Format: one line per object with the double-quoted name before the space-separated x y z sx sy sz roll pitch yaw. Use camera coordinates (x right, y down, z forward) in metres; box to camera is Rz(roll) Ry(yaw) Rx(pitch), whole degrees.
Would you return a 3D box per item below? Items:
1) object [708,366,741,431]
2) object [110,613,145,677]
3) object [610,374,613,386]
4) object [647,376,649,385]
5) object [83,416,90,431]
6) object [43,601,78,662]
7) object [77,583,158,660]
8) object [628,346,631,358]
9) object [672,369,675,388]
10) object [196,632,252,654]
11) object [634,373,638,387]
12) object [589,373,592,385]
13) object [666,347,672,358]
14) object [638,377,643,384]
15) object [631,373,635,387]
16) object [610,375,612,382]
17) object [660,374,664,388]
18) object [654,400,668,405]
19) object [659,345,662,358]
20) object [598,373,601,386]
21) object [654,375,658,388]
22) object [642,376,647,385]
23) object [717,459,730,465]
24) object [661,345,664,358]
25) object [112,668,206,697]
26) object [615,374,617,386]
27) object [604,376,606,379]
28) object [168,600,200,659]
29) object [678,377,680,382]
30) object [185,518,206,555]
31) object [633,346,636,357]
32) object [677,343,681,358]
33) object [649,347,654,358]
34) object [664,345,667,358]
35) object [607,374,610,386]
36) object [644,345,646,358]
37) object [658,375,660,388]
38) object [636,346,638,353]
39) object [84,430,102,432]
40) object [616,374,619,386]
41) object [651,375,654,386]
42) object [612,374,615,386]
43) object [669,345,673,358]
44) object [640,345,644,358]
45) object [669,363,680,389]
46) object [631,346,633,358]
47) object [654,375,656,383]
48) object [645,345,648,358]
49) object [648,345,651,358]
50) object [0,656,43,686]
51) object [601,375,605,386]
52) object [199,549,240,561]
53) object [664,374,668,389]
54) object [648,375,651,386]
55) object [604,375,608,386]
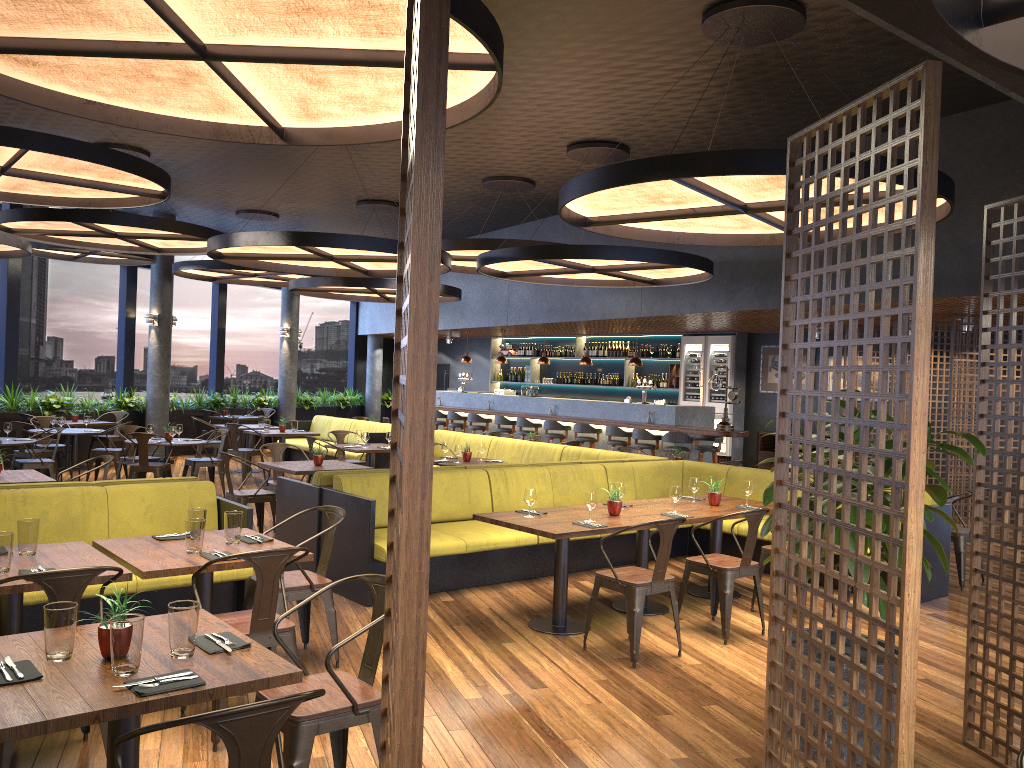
"object" 3.115 0.205 12.995 0.566 0.944 0.263 3 1 43
"object" -1.225 0.831 2.819 0.102 0.178 0.102 2 0 -3
"object" 2.034 -0.082 18.011 0.063 0.254 0.063 2 0 -11
"object" 2.672 -0.037 17.272 0.088 0.224 0.088 2 1 -44
"object" -6.145 0.566 12.807 0.097 0.206 0.097 2 0 -34
"object" -1.494 0.820 2.930 0.102 0.178 0.102 2 0 -3
"object" -1.323 0.780 2.987 0.238 0.271 0.260 2 0 -18
"object" 2.334 -0.632 17.544 0.056 0.227 0.056 2 0 13
"object" 3.068 -0.099 16.696 0.091 0.369 0.092 2 0 20
"object" -1.028 0.916 3.147 0.157 0.019 0.255 2 1 -40
"object" 2.460 -0.075 17.488 0.079 0.281 0.079 2 0 30
"object" 1.627 -0.100 18.402 0.063 0.254 0.063 2 0 -2
"object" 2.972 -0.594 16.788 0.097 0.206 0.097 2 0 20
"object" 2.507 -0.035 17.342 0.097 0.206 0.097 2 0 20
"object" 2.401 -0.078 17.560 0.079 0.281 0.079 2 0 -35
"object" 2.019 -0.068 18.151 0.088 0.224 0.088 2 1 -44
"object" 2.880 -0.057 16.970 0.079 0.281 0.079 2 0 25
"object" 2.856 0.551 16.993 0.204 0.492 0.310 2 0 -39
"object" 2.851 -0.623 16.969 0.063 0.254 0.063 2 0 3
"object" 1.810 -0.092 18.363 0.063 0.254 0.063 2 0 9
"object" 2.771 -0.047 17.038 0.063 0.254 0.063 2 0 14
"object" 2.577 -0.040 17.215 0.088 0.224 0.088 2 0 21
"object" 3.755 1.455 15.808 0.277 0.206 0.416 2 0 -36
"object" 2.864 -0.622 16.857 0.063 0.254 0.063 2 0 -11
"object" -1.089 0.917 2.728 0.255 0.019 0.157 2 1 -40
"object" 2.110 -0.079 18.050 0.063 0.254 0.063 2 0 -12
"object" 1.901 -0.065 18.292 0.097 0.206 0.097 2 0 -8
"object" -1.116 0.834 3.007 0.102 0.178 0.102 2 0 37
"object" 3.157 -0.018 16.584 0.097 0.206 0.097 2 0 1
"object" -1.667 0.802 4.659 0.102 0.178 0.102 2 0 37
"object" 2.412 -0.629 17.449 0.056 0.227 0.056 2 0 38
"object" 3.141 -0.623 16.669 0.079 0.281 0.079 2 0 -30
"object" 2.696 -0.606 17.103 0.097 0.206 0.097 2 0 20
"object" 2.933 -0.619 16.932 0.063 0.254 0.063 2 0 14
"object" 1.960 -0.084 17.949 0.063 0.254 0.063 3 1 44
"object" 2.613 -0.634 17.344 0.063 0.254 0.063 2 0 13
"object" 2.830 -0.045 17.097 0.063 0.254 0.063 2 0 -31
"object" 2.459 -0.627 17.488 0.056 0.227 0.056 2 0 -37
"object" -6.018 0.666 12.693 0.255 0.019 0.157 2 0 -8
"object" 2.138 -0.077 17.937 0.063 0.254 0.063 2 0 23
"object" 2.712 -0.050 17.153 0.063 0.254 0.063 2 0 -11
"object" 2.049 -0.080 17.877 0.063 0.254 0.063 2 0 -32
"object" 3.034 -0.615 16.909 0.063 0.254 0.063 2 0 -31
"object" 2.532 -0.637 17.285 0.063 0.254 0.063 2 1 -42
"object" 3.113 -0.143 16.639 0.161 0.475 0.300 2 1 -40
"object" 2.373 -0.631 17.497 0.056 0.227 0.056 2 0 28
"object" 2.771 -0.048 17.212 0.063 0.254 0.063 2 0 14
"object" 2.615 -0.633 17.195 0.063 0.254 0.063 2 0 23
"object" 2.687 -0.631 17.255 0.063 0.254 0.063 2 0 38
"object" -1.587 0.897 2.791 0.157 0.019 0.255 2 1 -40
"object" 1.863 -0.074 18.163 0.088 0.224 0.088 2 0 21
"object" -1.525 0.887 4.619 0.157 0.019 0.255 2 1 -40
"object" 2.940 -0.054 16.896 0.079 0.281 0.079 3 1 45
"object" 2.653 -0.052 17.097 0.063 0.254 0.063 2 0 -36
"object" 1.931 -0.071 18.080 0.088 0.224 0.088 2 0 -24
